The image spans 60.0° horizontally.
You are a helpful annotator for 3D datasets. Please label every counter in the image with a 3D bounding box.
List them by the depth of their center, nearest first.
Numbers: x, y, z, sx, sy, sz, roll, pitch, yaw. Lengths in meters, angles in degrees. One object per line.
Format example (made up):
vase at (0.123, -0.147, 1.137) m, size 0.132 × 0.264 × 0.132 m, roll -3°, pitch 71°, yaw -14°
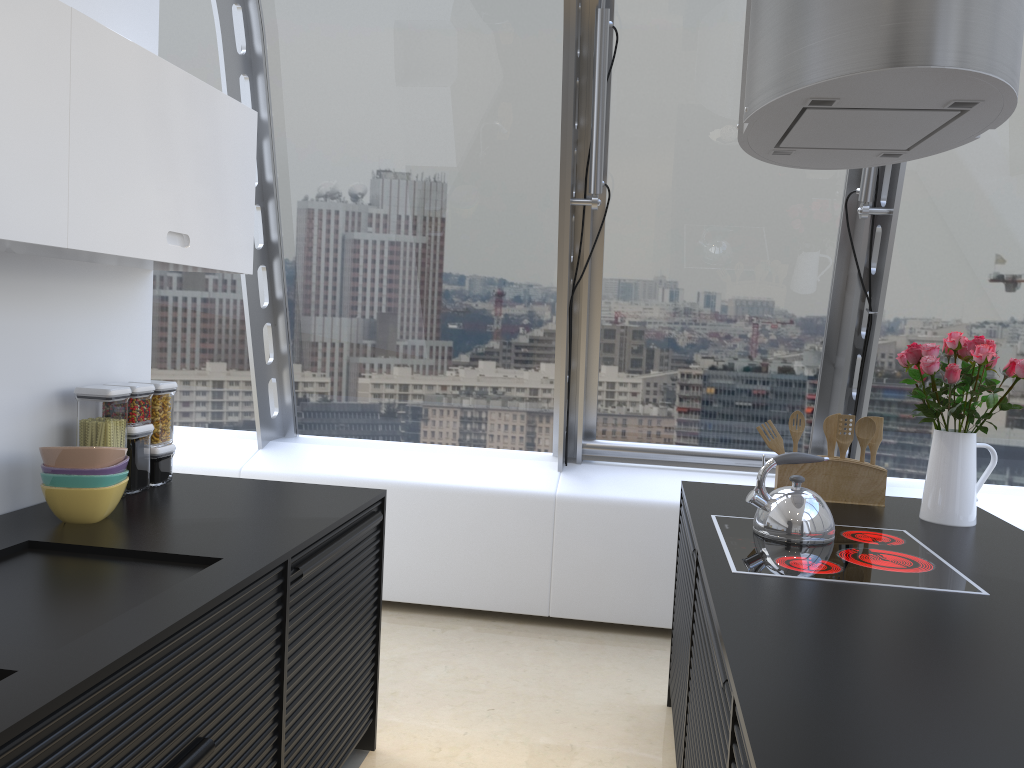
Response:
counter at (-1.068, 0.440, 1.045) m, size 0.804 × 0.025 × 3.738 m, roll 3°, pitch 4°, yaw 8°
counter at (0.850, 0.514, 1.343) m, size 1.006 × 0.018 × 3.800 m, roll 3°, pitch 4°, yaw 8°

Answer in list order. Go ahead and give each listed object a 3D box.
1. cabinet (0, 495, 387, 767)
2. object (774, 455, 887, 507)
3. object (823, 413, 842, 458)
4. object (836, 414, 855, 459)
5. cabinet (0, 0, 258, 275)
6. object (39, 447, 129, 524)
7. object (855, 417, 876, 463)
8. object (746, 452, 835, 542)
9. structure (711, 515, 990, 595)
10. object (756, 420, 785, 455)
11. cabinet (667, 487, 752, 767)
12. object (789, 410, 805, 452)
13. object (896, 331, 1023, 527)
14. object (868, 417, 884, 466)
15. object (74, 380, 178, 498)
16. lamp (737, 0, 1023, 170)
cabinet at (-1.141, -0.122, 0.303) m, size 0.831 × 2.901 × 5.157 m, roll 3°, pitch 4°, yaw 8°
object at (1.089, 0.328, 3.039) m, size 0.353 × 0.157 × 0.084 m, roll 4°, pitch 4°, yaw 9°
object at (1.095, 0.249, 3.043) m, size 0.061 × 0.299 × 0.040 m, roll 3°, pitch 4°, yaw 7°
object at (1.125, 0.253, 3.018) m, size 0.057 × 0.299 × 0.019 m, roll 4°, pitch 4°, yaw 9°
cabinet at (-1.261, -0.505, 1.017) m, size 0.343 × 0.515 × 3.741 m, roll 3°, pitch 4°, yaw 8°
object at (-1.081, 0.245, 2.248) m, size 0.185 × 0.205 × 0.205 m, roll 3°, pitch 4°, yaw -4°
object at (1.189, 0.257, 3.011) m, size 0.068 × 0.298 × 0.039 m, roll 4°, pitch 4°, yaw 9°
object at (0.800, 0.306, 2.495) m, size 0.221 × 0.230 × 0.221 m, roll 6°, pitch 5°, yaw 40°
structure at (0.833, 0.454, 2.334) m, size 0.562 × 0.041 × 0.640 m, roll 3°, pitch 4°, yaw 8°
object at (0.940, 0.257, 3.067) m, size 0.199 × 0.259 × 0.016 m, roll 4°, pitch 4°, yaw 20°
cabinet at (0.828, 0.940, 1.372) m, size 1.007 × 0.838 × 3.800 m, roll 3°, pitch 4°, yaw 8°
object at (0.978, 0.241, 3.062) m, size 0.055 × 0.299 × 0.027 m, roll 4°, pitch 4°, yaw 9°
object at (1.383, 0.135, 2.763) m, size 0.350 × 0.596 × 0.327 m, roll 4°, pitch 4°, yaw 15°
object at (1.228, 0.258, 3.022) m, size 0.057 × 0.294 × 0.030 m, roll 4°, pitch 4°, yaw 9°
object at (-1.132, 0.158, 2.615) m, size 0.113 × 0.315 × 0.365 m, roll 3°, pitch 4°, yaw 8°
lamp at (0.915, -1.123, 2.227) m, size 0.606 × 0.966 × 1.112 m, roll 3°, pitch 4°, yaw 8°
